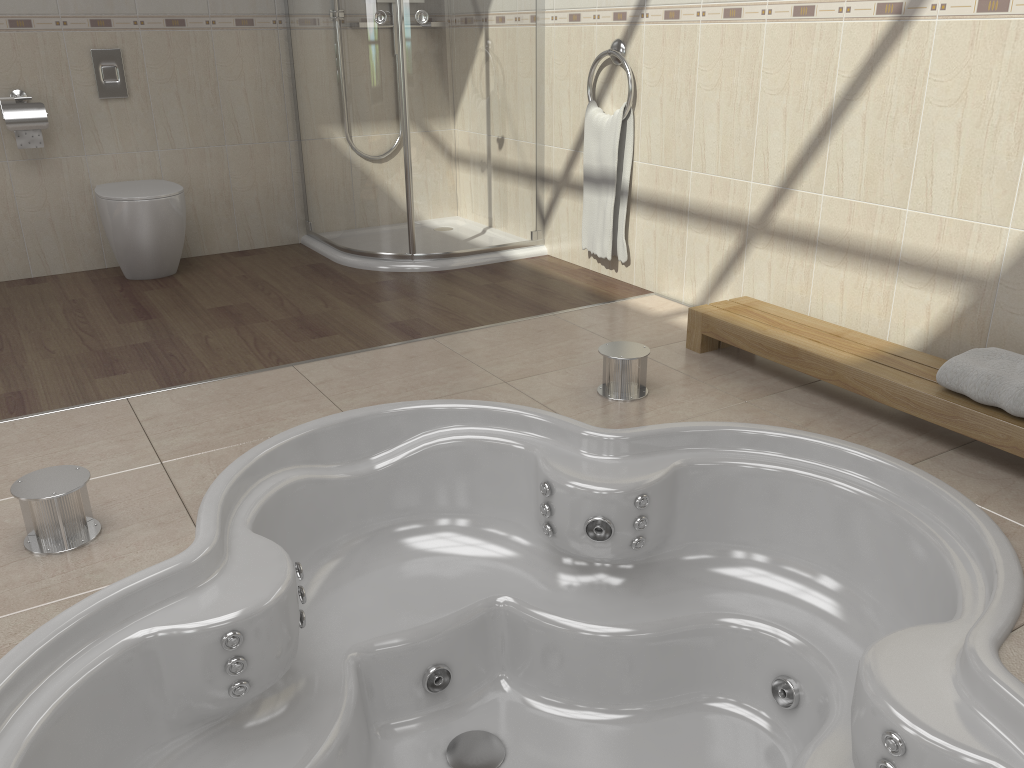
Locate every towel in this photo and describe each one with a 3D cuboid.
[{"bbox_3d":[0.385,-0.827,3.630,0.083,0.635,0.280,-13,25,-28],"label":"towel"},{"bbox_3d":[1.227,0.002,2.127,0.233,0.099,0.331,-11,24,-24],"label":"towel"}]

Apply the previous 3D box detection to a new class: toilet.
[{"bbox_3d":[-1.591,-0.656,3.846,0.337,0.388,0.519,-13,25,-29],"label":"toilet"}]

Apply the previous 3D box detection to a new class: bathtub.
[{"bbox_3d":[0.077,0.701,1.770,1.754,0.674,1.751,5,22,13],"label":"bathtub"}]

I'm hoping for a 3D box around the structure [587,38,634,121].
[{"bbox_3d":[0.396,-1.189,3.505,0.051,0.332,0.291,-13,25,-29],"label":"structure"}]

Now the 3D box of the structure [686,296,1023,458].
[{"bbox_3d":[1.022,-0.011,2.488,0.260,0.140,1.280,-13,25,-29],"label":"structure"}]

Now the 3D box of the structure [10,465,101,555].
[{"bbox_3d":[-0.957,0.263,1.866,0.150,0.131,0.150,9,24,22],"label":"structure"}]

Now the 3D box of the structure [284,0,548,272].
[{"bbox_3d":[-0.459,-1.552,3.991,0.900,1.917,0.900,-13,25,-29],"label":"structure"}]

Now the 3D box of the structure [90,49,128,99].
[{"bbox_3d":[-1.728,-1.332,3.809,0.120,0.200,0.010,-13,25,-29],"label":"structure"}]

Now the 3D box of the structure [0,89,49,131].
[{"bbox_3d":[-1.995,-1.122,3.627,0.170,0.151,0.154,-13,25,-29],"label":"structure"}]

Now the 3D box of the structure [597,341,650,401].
[{"bbox_3d":[0.325,-0.038,2.585,0.150,0.131,0.150,-19,28,-38],"label":"structure"}]

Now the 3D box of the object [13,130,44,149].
[{"bbox_3d":[-1.987,-1.046,3.632,0.098,0.151,0.090,-13,25,-29],"label":"object"}]
